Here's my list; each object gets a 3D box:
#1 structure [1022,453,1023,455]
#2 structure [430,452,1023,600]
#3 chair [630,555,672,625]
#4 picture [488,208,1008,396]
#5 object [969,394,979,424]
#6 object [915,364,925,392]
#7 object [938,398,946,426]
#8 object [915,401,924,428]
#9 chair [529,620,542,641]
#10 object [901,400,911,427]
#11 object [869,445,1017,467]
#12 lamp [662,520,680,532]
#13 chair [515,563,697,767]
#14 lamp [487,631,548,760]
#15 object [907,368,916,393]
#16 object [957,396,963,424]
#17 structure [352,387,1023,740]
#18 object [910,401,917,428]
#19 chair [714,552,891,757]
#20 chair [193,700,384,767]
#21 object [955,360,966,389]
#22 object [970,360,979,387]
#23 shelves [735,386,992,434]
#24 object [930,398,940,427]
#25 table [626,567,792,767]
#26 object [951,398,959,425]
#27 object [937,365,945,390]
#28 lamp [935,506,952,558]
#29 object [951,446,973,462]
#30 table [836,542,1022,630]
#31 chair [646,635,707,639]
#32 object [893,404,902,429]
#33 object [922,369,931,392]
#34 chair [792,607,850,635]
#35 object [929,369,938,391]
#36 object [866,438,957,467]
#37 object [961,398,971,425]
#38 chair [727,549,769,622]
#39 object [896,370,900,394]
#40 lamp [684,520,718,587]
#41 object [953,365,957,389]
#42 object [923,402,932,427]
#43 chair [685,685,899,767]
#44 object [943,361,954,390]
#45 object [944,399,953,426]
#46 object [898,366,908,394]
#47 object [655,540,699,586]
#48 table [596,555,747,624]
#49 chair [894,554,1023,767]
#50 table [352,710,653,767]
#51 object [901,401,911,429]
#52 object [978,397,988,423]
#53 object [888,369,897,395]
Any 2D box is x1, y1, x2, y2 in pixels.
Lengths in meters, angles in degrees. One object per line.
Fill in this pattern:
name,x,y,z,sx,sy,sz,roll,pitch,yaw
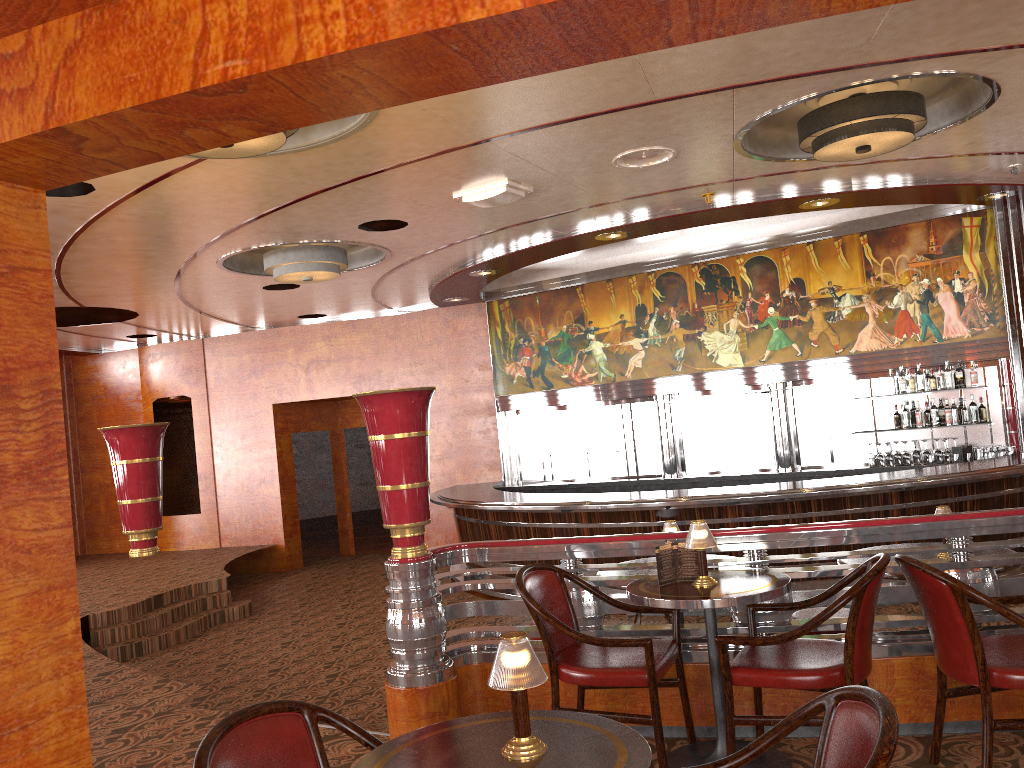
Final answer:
structure,5.135,0.439,8.539,0.280,0.539,0.360,-4,-3,-38
structure,1.740,1.553,9.261,7.816,1.047,3.206,-7,-3,32
chair,1.165,1.678,7.545,0.350,0.755,0.350,-6,-2,6
picture,2.367,-0.816,10.705,6.259,1.322,0.001,-7,-2,32
object,4.809,0.262,9.241,0.078,0.305,0.078,-4,-3,-45
object,4.337,-0.065,9.433,0.078,0.305,0.078,-6,-2,20
object,4.572,0.299,9.430,0.090,0.293,0.090,-6,-2,26
object,4.353,0.328,9.488,0.067,0.282,0.067,-5,-2,-3
chair,0.297,1.635,4.733,0.350,0.755,0.350,-5,-2,-9
object,4.282,0.330,9.640,0.078,0.305,0.206,-7,-2,28
object,4.562,0.760,9.405,1.426,0.134,0.403,-8,-3,38
lamp,0.877,0.874,4.849,0.130,0.250,0.130,-4,-2,-38
chair,0.363,1.147,3.643,0.615,0.816,0.588,-6,-2,22
lamp,0.015,0.664,1.907,0.130,0.250,0.130,-4,-2,-29
object,4.275,-0.039,9.499,0.080,0.272,0.080,-6,-2,25
object,4.763,0.279,9.392,0.090,0.293,0.090,-5,-2,-24
structure,1.452,0.055,3.929,4.354,3.604,0.549,-6,-2,6
object,4.361,0.328,9.609,0.090,0.293,0.090,-6,-2,11
chair,1.138,1.059,3.343,0.615,0.816,0.587,-7,-2,27
chair,-0.332,1.139,1.960,0.615,0.816,0.588,-6,-2,17
object,4.664,-0.099,9.229,0.090,0.293,0.090,-5,-2,-24
object,4.779,-0.107,9.181,0.067,0.282,0.067,-7,-2,43
shelves,3.833,0.262,9.867,2.596,0.568,0.339,-7,-3,32
object,4.471,0.301,9.382,0.078,0.305,0.078,-5,-2,-20
table,0.809,1.147,3.514,0.639,0.720,0.640,-5,-2,-15
object,4.649,0.292,9.320,0.067,0.282,0.067,-5,-2,-8
object,4.564,-0.070,9.433,0.080,0.272,0.080,-6,-2,0
lamp,2.146,0.730,4.388,0.130,0.250,0.130,-7,-3,43
object,4.667,0.730,9.237,0.195,0.156,0.169,-4,-3,-33
table,2.129,1.343,4.456,0.850,0.960,0.850,-6,-2,12
chair,0.848,1.559,4.230,0.350,0.755,0.350,-5,-2,-17
object,4.195,0.356,9.661,0.080,0.272,0.080,-7,-2,35
object,4.417,-0.035,9.486,0.212,0.235,0.068,-4,-2,-38
chair,1.563,1.493,4.298,0.350,0.755,0.350,-5,-2,-17
object,4.456,-0.044,9.388,0.070,0.238,0.070,-6,-2,6
object,4.282,0.737,9.522,0.952,0.245,0.396,-7,-3,35
object,4.726,0.286,9.240,0.080,0.272,0.080,-7,-2,35
chair,1.942,1.589,7.250,0.350,0.755,0.350,-5,-2,-17
object,4.229,-0.020,9.652,0.090,0.256,0.090,-4,-2,-37
lamp,0.747,0.664,3.495,0.130,0.250,0.130,-7,-3,43
object,4.724,-0.080,9.389,0.090,0.256,0.090,-7,-2,38
object,4.460,0.324,9.518,0.080,0.272,0.080,-7,-2,35
chair,0.483,1.052,1.781,0.615,0.816,0.588,-6,-2,12
object,4.574,-0.093,9.304,0.078,0.305,0.078,-6,-2,13
object,4.568,0.299,9.290,0.067,0.282,0.067,-6,-2,6
object,4.201,-0.046,9.544,0.078,0.305,0.078,-6,-2,23
object,0.663,0.726,3.638,0.195,0.156,0.169,-5,-2,-8
table,0.922,1.476,4.808,0.850,0.960,0.849,-7,-3,34
chair,1.737,0.992,3.140,0.615,0.816,0.588,-6,-2,2
table,0.006,1.150,1.852,0.639,0.720,0.640,-5,-2,-6
object,4.240,0.331,9.560,0.078,0.305,0.078,-6,-2,25
object,4.918,0.269,9.276,0.080,0.272,0.080,-7,-2,30
object,4.112,-0.024,9.599,0.067,0.282,0.067,-5,-2,-13
